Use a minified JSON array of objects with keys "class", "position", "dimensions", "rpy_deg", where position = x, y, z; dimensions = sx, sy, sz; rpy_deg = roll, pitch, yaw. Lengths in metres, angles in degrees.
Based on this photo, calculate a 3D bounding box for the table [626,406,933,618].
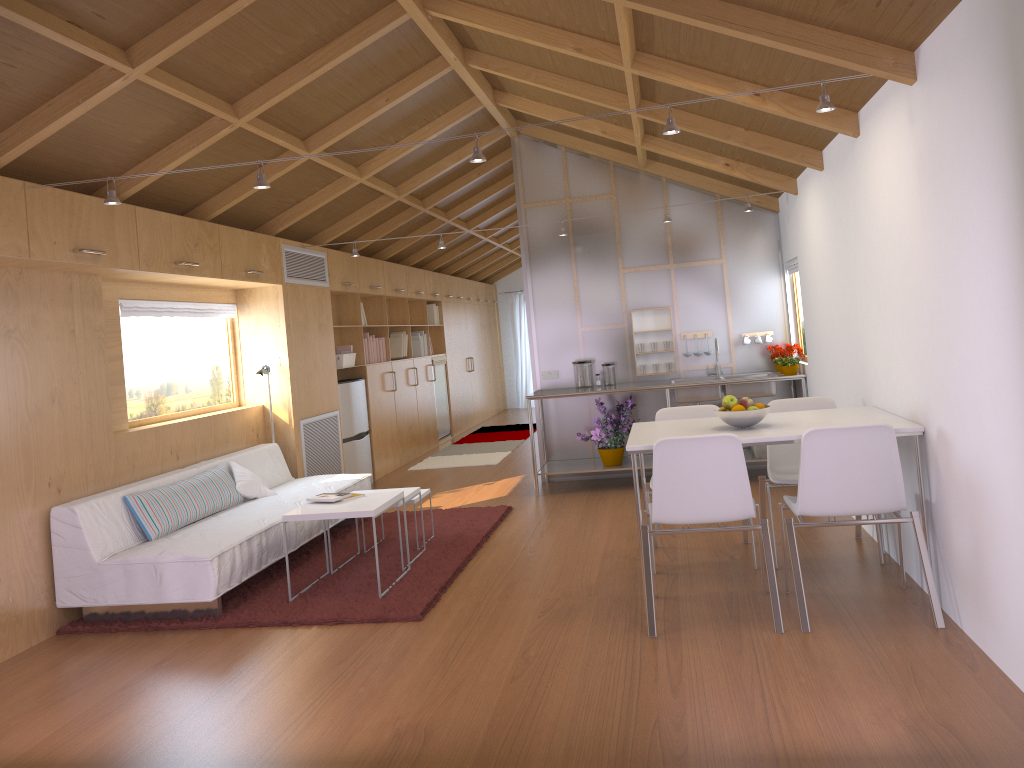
[{"class":"table","position":[1.189,0.558,4.118],"dimensions":[1.207,0.744,0.900],"rpy_deg":[-5,1,10]}]

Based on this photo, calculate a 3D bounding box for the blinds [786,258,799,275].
[{"class":"blinds","position":[2.166,-0.904,6.779],"dimensions":[0.047,0.111,0.726],"rpy_deg":[-5,3,10]}]

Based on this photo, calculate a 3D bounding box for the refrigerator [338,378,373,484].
[{"class":"refrigerator","position":[-1.495,0.463,8.076],"dimensions":[0.261,0.988,0.714],"rpy_deg":[-5,0,10]}]

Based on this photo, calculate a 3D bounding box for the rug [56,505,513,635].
[{"class":"rug","position":[-1.138,1.069,5.413],"dimensions":[1.883,0.020,2.484],"rpy_deg":[-5,3,10]}]

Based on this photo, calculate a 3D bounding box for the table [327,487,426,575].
[{"class":"table","position":[-0.784,0.845,5.147],"dimensions":[0.424,0.384,0.459],"rpy_deg":[-5,1,10]}]

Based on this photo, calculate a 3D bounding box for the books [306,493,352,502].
[{"class":"books","position":[-0.995,0.616,4.803],"dimensions":[0.192,0.016,0.153],"rpy_deg":[-3,3,29]}]

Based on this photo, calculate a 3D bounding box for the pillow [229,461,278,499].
[{"class":"pillow","position":[-1.689,0.621,5.750],"dimensions":[0.268,0.252,0.345],"rpy_deg":[-6,2,-26]}]

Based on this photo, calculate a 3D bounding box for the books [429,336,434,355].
[{"class":"books","position":[-1.095,-0.498,10.994],"dimensions":[0.175,0.297,0.280],"rpy_deg":[-5,1,10]}]

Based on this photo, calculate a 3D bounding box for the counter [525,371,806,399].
[{"class":"counter","position":[1.191,0.001,7.012],"dimensions":[2.106,0.021,0.651],"rpy_deg":[-5,3,10]}]

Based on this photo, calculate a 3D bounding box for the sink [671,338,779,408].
[{"class":"sink","position":[1.654,-0.044,6.960],"dimensions":[0.809,0.641,0.564],"rpy_deg":[-5,1,10]}]

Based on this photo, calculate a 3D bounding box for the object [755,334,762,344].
[{"class":"object","position":[1.999,-0.365,7.170],"dimensions":[0.059,0.081,0.062],"rpy_deg":[-5,0,17]}]

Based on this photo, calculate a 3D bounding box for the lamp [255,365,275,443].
[{"class":"lamp","position":[-1.778,0.454,6.598],"dimensions":[0.183,1.199,0.253],"rpy_deg":[-5,-1,-14]}]

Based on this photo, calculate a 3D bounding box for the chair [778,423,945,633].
[{"class":"chair","position":[1.402,0.541,3.686],"dimensions":[0.530,0.787,0.547],"rpy_deg":[-5,0,10]}]

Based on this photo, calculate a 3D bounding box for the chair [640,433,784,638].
[{"class":"chair","position":[0.818,0.588,3.786],"dimensions":[0.530,0.787,0.547],"rpy_deg":[-5,0,10]}]

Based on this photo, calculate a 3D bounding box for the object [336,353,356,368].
[{"class":"object","position":[-1.571,-0.210,8.084],"dimensions":[0.203,0.123,0.350],"rpy_deg":[-5,3,10]}]

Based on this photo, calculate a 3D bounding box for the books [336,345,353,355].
[{"class":"books","position":[-1.557,-0.260,8.207],"dimensions":[0.150,0.193,0.088],"rpy_deg":[-5,-1,10]}]

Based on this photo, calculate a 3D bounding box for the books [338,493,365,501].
[{"class":"books","position":[-0.931,0.623,4.862],"dimensions":[0.192,0.016,0.153],"rpy_deg":[-3,4,39]}]

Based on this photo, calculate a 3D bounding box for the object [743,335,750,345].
[{"class":"object","position":[1.908,-0.359,7.191],"dimensions":[0.059,0.080,0.062],"rpy_deg":[-5,0,10]}]

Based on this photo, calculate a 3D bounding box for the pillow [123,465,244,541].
[{"class":"pillow","position":[-1.870,0.672,5.148],"dimensions":[0.171,0.251,1.043],"rpy_deg":[-5,3,10]}]

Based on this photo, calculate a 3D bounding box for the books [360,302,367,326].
[{"class":"books","position":[-1.537,-0.705,8.612],"dimensions":[0.175,0.297,0.280],"rpy_deg":[-5,1,10]}]

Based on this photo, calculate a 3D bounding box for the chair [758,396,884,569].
[{"class":"chair","position":[1.556,0.479,4.582],"dimensions":[0.530,0.787,0.547],"rpy_deg":[-5,0,10]}]

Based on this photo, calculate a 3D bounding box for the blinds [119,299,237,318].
[{"class":"blinds","position":[-2.251,-0.511,6.064],"dimensions":[0.047,0.111,1.499],"rpy_deg":[-5,3,10]}]

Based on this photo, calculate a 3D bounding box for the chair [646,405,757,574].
[{"class":"chair","position":[0.972,0.526,4.681],"dimensions":[0.530,0.787,0.547],"rpy_deg":[-5,0,10]}]

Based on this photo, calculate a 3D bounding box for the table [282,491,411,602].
[{"class":"table","position":[-0.864,0.849,4.693],"dimensions":[0.485,0.439,0.525],"rpy_deg":[-5,1,10]}]

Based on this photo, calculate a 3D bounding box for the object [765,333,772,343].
[{"class":"object","position":[2.077,-0.372,7.162],"dimensions":[0.059,0.080,0.062],"rpy_deg":[-5,0,10]}]

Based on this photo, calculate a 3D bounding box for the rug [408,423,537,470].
[{"class":"rug","position":[-0.292,0.711,10.694],"dimensions":[0.915,0.011,3.727],"rpy_deg":[-5,3,10]}]

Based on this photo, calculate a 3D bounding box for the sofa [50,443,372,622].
[{"class":"sofa","position":[-1.631,0.801,5.389],"dimensions":[0.861,0.629,2.358],"rpy_deg":[-5,3,10]}]

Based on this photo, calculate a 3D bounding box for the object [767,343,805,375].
[{"class":"object","position":[2.115,-0.194,6.839],"dimensions":[0.233,0.235,0.689],"rpy_deg":[-5,3,11]}]

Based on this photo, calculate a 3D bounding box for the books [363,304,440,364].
[{"class":"books","position":[-1.268,-0.613,10.040],"dimensions":[0.188,0.658,3.114],"rpy_deg":[-5,3,10]}]

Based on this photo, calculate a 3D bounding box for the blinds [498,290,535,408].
[{"class":"blinds","position":[1.259,-0.699,15.180],"dimensions":[2.844,2.040,0.233],"rpy_deg":[-5,-1,9]}]

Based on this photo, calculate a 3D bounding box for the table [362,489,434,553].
[{"class":"table","position":[-0.713,0.855,5.541],"dimensions":[0.341,0.309,0.370],"rpy_deg":[-5,1,10]}]

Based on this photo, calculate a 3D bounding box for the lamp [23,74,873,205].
[{"class":"lamp","position":[-0.351,-0.993,3.739],"dimensions":[3.823,0.153,0.072],"rpy_deg":[-5,0,10]}]

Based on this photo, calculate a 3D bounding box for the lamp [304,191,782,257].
[{"class":"lamp","position":[0.187,-1.211,6.886],"dimensions":[3.823,0.153,0.072],"rpy_deg":[-5,0,10]}]
